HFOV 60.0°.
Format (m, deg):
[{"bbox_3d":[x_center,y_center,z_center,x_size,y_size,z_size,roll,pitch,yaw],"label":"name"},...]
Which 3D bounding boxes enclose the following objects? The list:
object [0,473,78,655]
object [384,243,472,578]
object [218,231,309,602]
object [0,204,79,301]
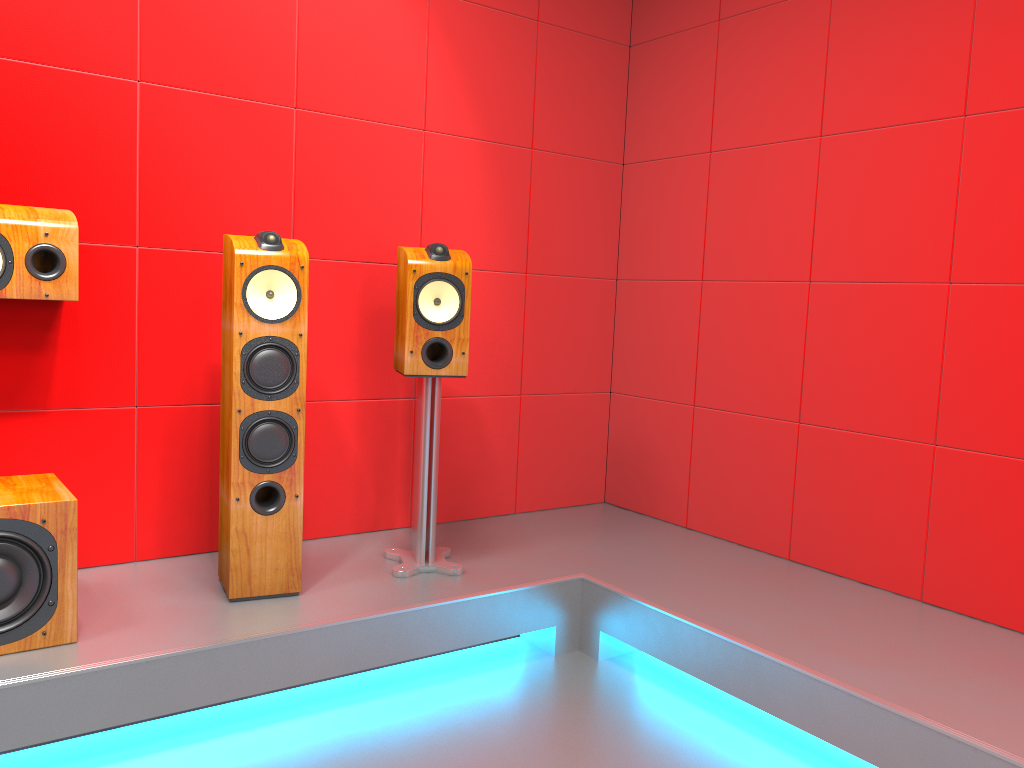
[{"bbox_3d":[-1.306,0.444,2.199,0.360,0.360,0.360,-1,7,-36],"label":"object"},{"bbox_3d":[-0.273,0.075,2.902,0.231,1.058,0.265,1,6,-16],"label":"object"},{"bbox_3d":[-0.732,0.085,2.600,0.203,1.052,0.238,0,6,-26],"label":"object"},{"bbox_3d":[-1.459,-0.371,2.388,0.493,0.271,0.235,-1,7,-36],"label":"object"}]
